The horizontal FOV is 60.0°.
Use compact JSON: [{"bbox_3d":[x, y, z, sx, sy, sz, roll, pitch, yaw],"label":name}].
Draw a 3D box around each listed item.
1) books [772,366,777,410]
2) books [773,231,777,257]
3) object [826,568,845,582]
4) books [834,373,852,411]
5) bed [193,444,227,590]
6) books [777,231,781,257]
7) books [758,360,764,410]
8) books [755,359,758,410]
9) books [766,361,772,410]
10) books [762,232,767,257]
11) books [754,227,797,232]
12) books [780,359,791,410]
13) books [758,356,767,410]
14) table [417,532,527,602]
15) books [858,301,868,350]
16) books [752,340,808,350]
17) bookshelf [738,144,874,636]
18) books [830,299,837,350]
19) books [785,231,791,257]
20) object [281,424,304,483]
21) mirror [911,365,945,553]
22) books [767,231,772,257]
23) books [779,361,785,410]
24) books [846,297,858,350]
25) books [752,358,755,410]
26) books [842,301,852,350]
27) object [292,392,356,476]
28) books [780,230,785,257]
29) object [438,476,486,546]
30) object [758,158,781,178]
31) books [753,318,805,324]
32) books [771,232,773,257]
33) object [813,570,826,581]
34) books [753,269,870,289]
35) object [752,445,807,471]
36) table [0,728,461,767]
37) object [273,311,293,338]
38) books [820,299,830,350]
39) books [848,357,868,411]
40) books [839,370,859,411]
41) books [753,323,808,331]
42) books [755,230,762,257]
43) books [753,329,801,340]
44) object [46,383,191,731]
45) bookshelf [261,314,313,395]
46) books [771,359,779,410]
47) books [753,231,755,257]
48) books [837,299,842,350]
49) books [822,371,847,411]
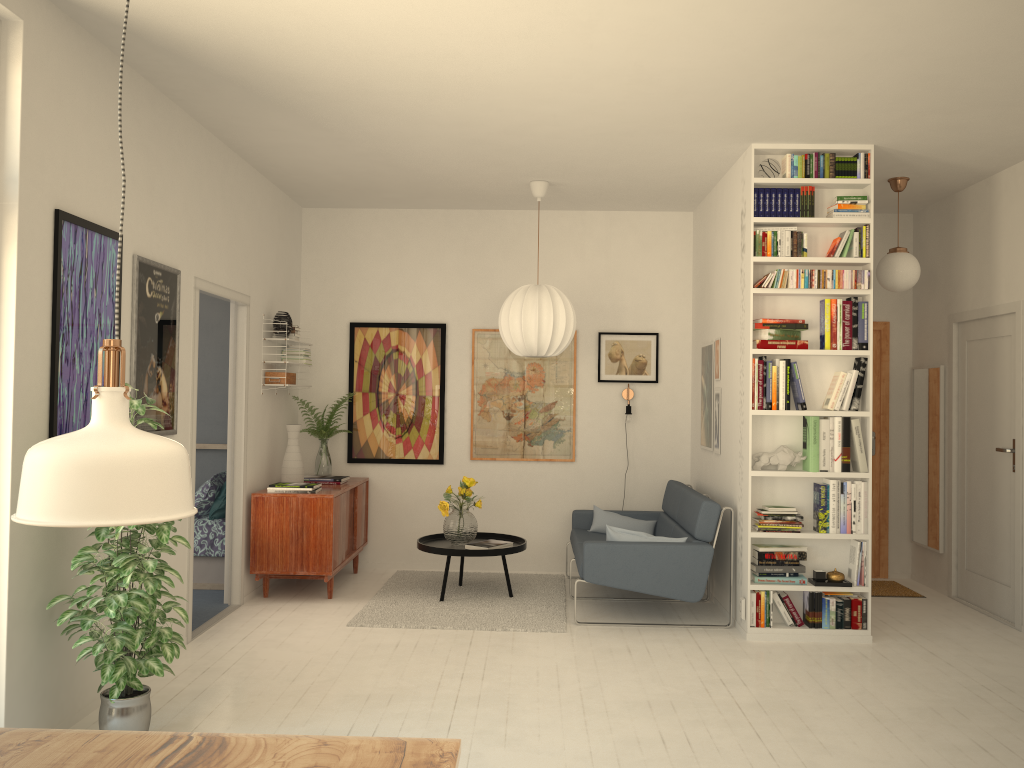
[{"bbox_3d":[1.536,0.026,5.277,0.024,0.260,0.199,1,-1,1],"label":"books"},{"bbox_3d":[1.551,-0.820,5.311,0.024,0.155,0.188,1,-1,1],"label":"books"},{"bbox_3d":[2.526,0.636,4.366,0.778,1.712,2.088,1,-1,-18],"label":"object"},{"bbox_3d":[1.942,0.046,5.260,0.105,0.225,0.138,1,-1,1],"label":"books"},{"bbox_3d":[-2.741,0.957,6.679,1.656,0.974,0.933,1,-1,1],"label":"bed"},{"bbox_3d":[1.568,-0.818,5.295,0.012,0.155,0.208,1,-1,1],"label":"books"},{"bbox_3d":[1.458,0.008,5.288,0.032,0.291,0.203,1,-1,1],"label":"books"},{"bbox_3d":[1.434,0.003,5.296,0.015,0.301,0.207,1,-1,1],"label":"books"},{"bbox_3d":[1.510,0.010,5.285,0.030,0.289,0.200,1,-1,1],"label":"books"},{"bbox_3d":[1.485,-0.817,5.302,0.030,0.149,0.202,1,-1,1],"label":"books"},{"bbox_3d":[1.563,-0.910,5.311,0.255,0.022,0.189,1,-1,12],"label":"books"},{"bbox_3d":[1.618,0.004,5.271,0.033,0.306,0.150,1,-1,1],"label":"books"},{"bbox_3d":[1.484,-0.004,5.288,0.021,0.317,0.179,1,-1,1],"label":"books"},{"bbox_3d":[-0.281,1.279,6.161,0.761,0.386,0.760,1,-1,17],"label":"table"},{"bbox_3d":[2.062,-0.338,5.280,0.054,0.289,0.179,1,-1,1],"label":"books"},{"bbox_3d":[1.584,-0.228,5.287,0.300,0.056,0.202,1,-1,1],"label":"books"},{"bbox_3d":[1.745,0.044,5.291,0.710,2.901,0.249,1,-1,1],"label":"bookshelf"},{"bbox_3d":[1.892,-0.346,5.298,0.039,0.302,0.199,1,-1,1],"label":"books"},{"bbox_3d":[1.621,-0.817,5.303,0.035,0.158,0.199,1,-1,1],"label":"books"},{"bbox_3d":[-1.555,0.510,6.298,0.160,0.445,0.158,0,-2,41],"label":"object"},{"bbox_3d":[3.145,0.552,6.720,0.029,1.370,0.500,1,-1,1],"label":"mirror"},{"bbox_3d":[1.512,-0.819,5.296,0.023,0.152,0.199,1,-1,1],"label":"books"},{"bbox_3d":[1.585,0.010,5.279,0.032,0.291,0.189,1,-1,1],"label":"books"},{"bbox_3d":[2.015,-0.353,5.283,0.039,0.317,0.161,1,-1,1],"label":"books"},{"bbox_3d":[1.416,0.003,5.302,0.021,0.301,0.222,1,-1,1],"label":"books"},{"bbox_3d":[1.968,-0.340,5.284,0.059,0.291,0.182,1,-1,1],"label":"books"},{"bbox_3d":[-1.449,0.399,6.937,0.476,0.686,0.398,1,-1,3],"label":"object"},{"bbox_3d":[1.590,-0.820,5.311,0.028,0.159,0.222,1,-1,1],"label":"books"},{"bbox_3d":[-0.366,0.885,6.202,0.291,0.471,0.361,0,-1,40],"label":"object"},{"bbox_3d":[1.528,-1.272,5.263,0.131,0.131,0.131,1,-1,-3],"label":"object"},{"bbox_3d":[1.578,-0.367,5.304,0.266,0.026,0.203,1,-1,-9],"label":"books"},{"bbox_3d":[1.531,-0.817,5.311,0.013,0.149,0.208,1,-1,1],"label":"books"},{"bbox_3d":[1.810,1.128,5.220,0.058,0.055,0.058,1,-1,1],"label":"object"},{"bbox_3d":[1.754,-0.609,5.302,0.664,0.110,0.278,1,-1,1],"label":"books"},{"bbox_3d":[1.579,0.436,5.242,0.311,0.150,0.137,1,-1,9],"label":"object"},{"bbox_3d":[-0.567,1.010,0.745,0.894,0.749,1.797,1,-1,1],"label":"table"},{"bbox_3d":[-1.625,-0.417,6.282,0.139,0.200,0.139,2,-2,-44],"label":"object"},{"bbox_3d":[1.857,-0.350,5.305,0.032,0.300,0.200,1,-1,1],"label":"books"},{"bbox_3d":[2.039,0.003,5.274,0.092,0.319,0.179,1,-1,1],"label":"books"},{"bbox_3d":[1.986,0.040,5.282,0.092,0.244,0.196,1,-1,1],"label":"books"},{"bbox_3d":[1.586,-0.337,5.311,0.314,0.035,0.205,1,-1,1],"label":"books"},{"bbox_3d":[1.454,-0.822,5.300,0.034,0.162,0.197,1,-1,1],"label":"books"},{"bbox_3d":[1.583,-0.286,5.297,0.268,0.064,0.128,1,-1,-28],"label":"books"},{"bbox_3d":[-1.517,0.708,3.462,0.568,1.424,0.513,0,-2,44],"label":"object"},{"bbox_3d":[-1.643,-0.201,6.523,0.184,0.565,0.695,1,-1,1],"label":"bookshelf"},{"bbox_3d":[1.559,0.006,5.294,0.020,0.304,0.193,1,-1,1],"label":"books"},{"bbox_3d":[1.427,-0.821,5.325,0.019,0.156,0.205,1,-1,1],"label":"books"},{"bbox_3d":[1.925,-0.346,5.292,0.029,0.301,0.185,1,-1,1],"label":"books"},{"bbox_3d":[1.906,0.043,5.254,0.115,0.232,0.133,1,-1,1],"label":"books"}]
